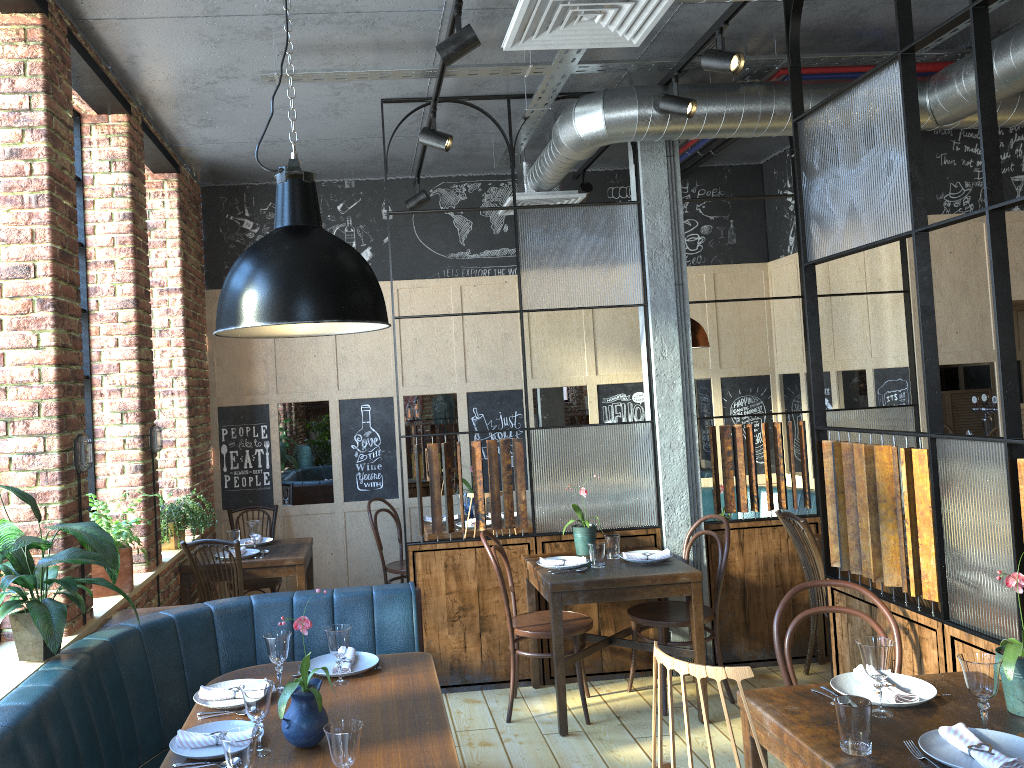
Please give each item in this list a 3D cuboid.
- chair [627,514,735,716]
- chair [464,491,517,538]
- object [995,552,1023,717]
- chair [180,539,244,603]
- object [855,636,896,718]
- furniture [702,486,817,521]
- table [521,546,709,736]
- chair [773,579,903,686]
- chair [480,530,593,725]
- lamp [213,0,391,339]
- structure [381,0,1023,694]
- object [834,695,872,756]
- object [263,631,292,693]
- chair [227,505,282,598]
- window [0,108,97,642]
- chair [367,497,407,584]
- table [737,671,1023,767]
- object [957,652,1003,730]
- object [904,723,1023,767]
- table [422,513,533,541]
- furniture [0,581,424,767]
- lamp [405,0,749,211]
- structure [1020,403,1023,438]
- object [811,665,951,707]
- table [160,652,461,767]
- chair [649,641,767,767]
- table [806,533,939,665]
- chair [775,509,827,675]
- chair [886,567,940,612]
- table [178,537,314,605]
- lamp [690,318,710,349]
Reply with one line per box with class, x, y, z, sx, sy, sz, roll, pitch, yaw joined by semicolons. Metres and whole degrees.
chair;0.875;1.168;4.599;0.538;0.921;0.447;-3;-2;-14
chair;-0.177;1.200;5.828;0.520;1.007;0.463;-3;-2;-20
object;1.341;0.648;2.306;0.144;0.427;0.200;-4;-2;26
chair;-1.612;1.316;5.119;0.414;0.916;0.510;-4;-2;12
object;0.981;0.786;2.363;0.103;0.192;0.094;-5;-2;40
furniture;1.505;1.190;6.044;1.479;0.823;1.455;-3;-1;-7
table;0.504;1.288;4.551;0.744;0.728;0.757;-3;-1;-7
chair;1.090;1.145;2.814;0.449;0.921;0.535;-4;-2;15
chair;0.138;1.211;4.536;0.560;0.921;0.430;-4;-2;11
lamp;-0.665;-0.821;2.671;0.539;1.328;0.519;-4;-2;11
structure;3.336;-0.184;3.260;5.839;3.329;6.033;-3;-1;-23
object;0.831;0.829;2.138;0.082;0.120;0.086;-3;-2;-17
object;-0.805;0.960;3.039;0.102;0.192;0.095;-4;-2;23
chair;-1.801;1.333;6.166;0.398;0.916;0.530;-3;-2;-13
window;-0.725;-0.308;1.404;3.279;2.432;8.929;-3;-1;-41
chair;-0.729;1.272;6.278;0.570;0.921;0.421;-4;-2;26
table;1.114;1.238;2.243;0.744;0.728;0.757;-3;-1;-7
object;1.166;0.775;2.183;0.094;0.192;0.102;-2;-2;-32
object;1.116;0.847;2.049;0.324;0.051;0.270;-3;0;-3
table;-0.241;1.342;6.260;0.744;0.728;0.757;-3;-1;-7
furniture;-0.849;1.306;2.589;1.352;0.823;2.636;-3;-1;-8
lamp;2.903;-1.552;2.996;6.209;0.274;7.289;-3;0;-7
structure;4.874;0.490;3.260;1.217;0.995;5.207;-3;-1;-33
object;1.031;0.855;2.493;0.324;0.051;0.270;-3;0;-3
table;-0.573;1.371;2.597;0.815;0.661;1.554;-3;-1;-8
chair;0.587;1.133;2.146;0.431;1.007;0.558;-2;-2;-35
table;2.117;1.195;4.673;0.744;0.728;0.757;-3;-1;-7
chair;1.740;1.118;4.637;0.521;0.916;0.405;-3;-2;-1
chair;1.721;1.111;3.327;0.521;0.916;0.405;-3;-2;-1
table;-1.642;1.419;5.585;0.744;0.728;0.757;-3;-1;-7
lamp;1.073;-0.898;5.829;0.353;1.336;0.384;-2;-2;-34
